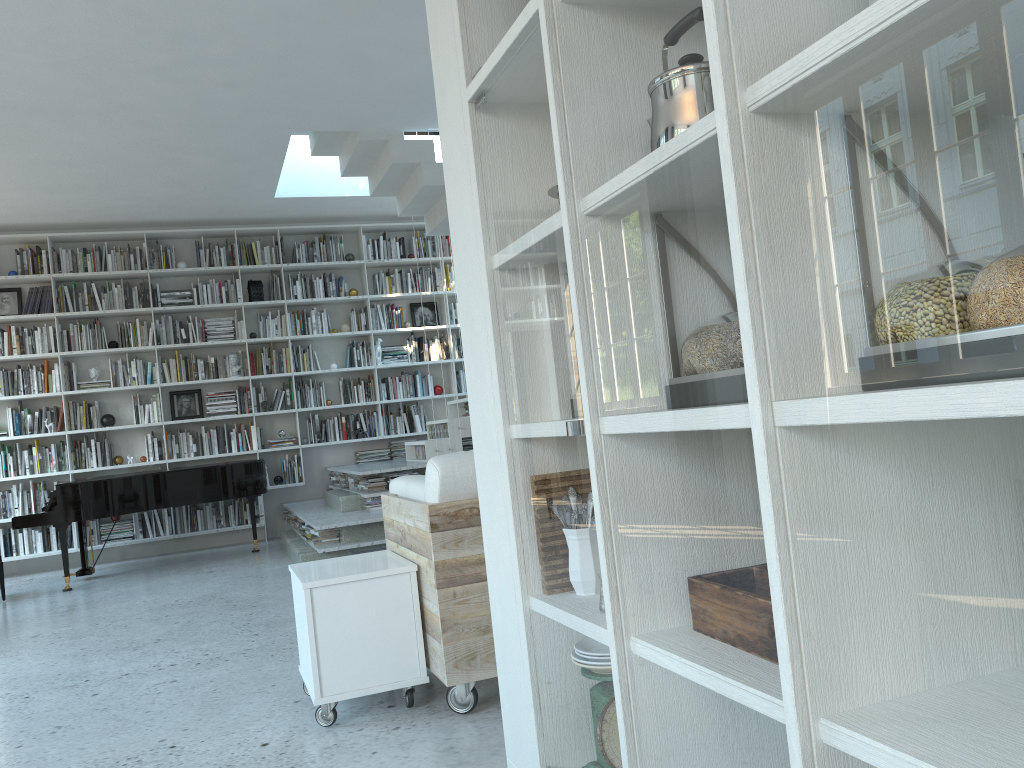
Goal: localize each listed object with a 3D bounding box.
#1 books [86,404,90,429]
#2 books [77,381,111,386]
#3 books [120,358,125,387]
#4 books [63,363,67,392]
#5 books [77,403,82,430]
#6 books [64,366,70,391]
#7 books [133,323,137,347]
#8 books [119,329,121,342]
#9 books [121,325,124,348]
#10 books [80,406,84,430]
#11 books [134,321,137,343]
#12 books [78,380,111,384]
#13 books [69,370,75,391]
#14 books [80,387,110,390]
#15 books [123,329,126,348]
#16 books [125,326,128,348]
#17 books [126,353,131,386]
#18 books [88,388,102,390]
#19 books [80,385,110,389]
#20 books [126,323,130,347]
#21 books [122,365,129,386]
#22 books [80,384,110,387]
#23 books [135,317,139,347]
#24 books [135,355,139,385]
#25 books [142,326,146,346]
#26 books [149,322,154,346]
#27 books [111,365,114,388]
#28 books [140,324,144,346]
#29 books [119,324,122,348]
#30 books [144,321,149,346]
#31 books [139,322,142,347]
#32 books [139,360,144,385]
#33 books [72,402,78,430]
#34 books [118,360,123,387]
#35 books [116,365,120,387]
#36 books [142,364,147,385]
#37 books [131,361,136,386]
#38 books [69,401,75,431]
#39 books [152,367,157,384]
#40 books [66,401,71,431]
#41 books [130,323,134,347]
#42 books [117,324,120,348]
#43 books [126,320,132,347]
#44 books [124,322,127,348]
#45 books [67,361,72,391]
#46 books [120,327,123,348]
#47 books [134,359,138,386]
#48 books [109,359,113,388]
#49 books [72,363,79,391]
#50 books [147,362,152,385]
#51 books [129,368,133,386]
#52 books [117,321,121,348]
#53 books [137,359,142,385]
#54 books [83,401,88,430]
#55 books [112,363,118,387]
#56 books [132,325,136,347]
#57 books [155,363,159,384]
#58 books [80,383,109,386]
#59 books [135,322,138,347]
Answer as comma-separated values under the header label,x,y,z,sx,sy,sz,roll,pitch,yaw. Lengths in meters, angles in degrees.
label,x,y,z,sx,sy,sz,roll,pitch,yaw
books,-4.041,0.316,8.462,0.014,0.244,0.153,-6,-2,-19
books,-3.999,-0.002,8.501,0.285,0.012,0.159,-6,-2,-17
books,-3.764,-0.101,8.573,0.012,0.286,0.167,-6,-2,-19
books,-4.239,-0.054,8.427,0.012,0.285,0.159,-6,-2,-19
books,-4.114,0.313,8.434,0.036,0.263,0.166,-6,-2,-19
books,-4.219,-0.042,8.426,0.024,0.257,0.134,-6,-2,-19
books,-3.670,-0.463,8.641,0.017,0.253,0.139,-6,-2,-19
books,-3.796,-0.444,8.609,0.005,0.239,0.146,-6,-2,-19
books,-3.764,-0.447,8.585,0.005,0.236,0.178,-6,-2,-19
books,-4.084,0.328,8.447,0.025,0.228,0.153,-6,-2,-19
books,-3.661,-0.471,8.644,0.004,0.265,0.142,-6,-2,-19
books,-3.999,-0.014,8.497,0.285,0.012,0.159,-5,-2,-23
books,-4.182,-0.022,8.445,0.034,0.209,0.136,-6,-2,-19
books,-3.995,0.047,8.504,0.254,0.012,0.161,-5,-2,-19
books,-3.753,-0.429,8.612,0.011,0.200,0.162,-6,-2,-19
books,-3.729,-0.440,8.595,0.006,0.216,0.181,-6,-2,-19
books,-3.713,-0.127,8.601,0.010,0.329,0.173,-6,-2,-19
books,-3.993,0.059,8.499,0.285,0.012,0.159,-5,-2,-21
books,-3.994,0.035,8.496,0.254,0.012,0.161,-5,-2,-23
books,-3.734,-0.469,8.619,0.005,0.275,0.157,-6,-2,-19
books,-3.738,-0.072,8.598,0.048,0.224,0.149,-6,-2,-19
books,-3.995,0.022,8.494,0.254,0.012,0.161,-5,-2,-24
books,-3.651,-0.491,8.645,0.006,0.303,0.165,-6,-2,-19
books,-3.639,-0.120,8.620,0.011,0.300,0.178,-6,-2,-19
books,-3.592,-0.451,8.670,0.024,0.216,0.142,-6,-2,-19
books,-3.521,-0.470,8.663,0.064,0.237,0.209,-6,-2,-19
books,-3.848,-0.065,8.559,0.010,0.232,0.154,-6,-2,-19
books,-3.609,-0.456,8.665,0.011,0.229,0.166,-6,-2,-19
books,-3.784,-0.447,8.588,0.005,0.240,0.174,-6,-2,-19
books,-3.570,-0.474,8.670,0.022,0.257,0.155,-6,-2,-19
books,-3.620,-0.469,8.658,0.010,0.257,0.140,-6,-2,-19
books,-3.606,-0.100,8.652,0.022,0.256,0.152,-6,-2,-19
books,-4.145,0.311,8.431,0.026,0.275,0.154,-6,-2,-19
books,-3.783,-0.089,8.578,0.022,0.267,0.151,-6,-2,-19
books,-3.808,-0.066,8.584,0.024,0.227,0.137,-6,-2,-19
books,-3.582,-0.083,8.660,0.026,0.219,0.150,-6,-2,-19
books,-3.666,-0.090,8.610,0.028,0.247,0.170,-6,-2,-19
books,-4.168,0.308,8.418,0.025,0.284,0.145,-6,-2,-19
books,-3.497,-0.073,8.683,0.027,0.181,0.142,-6,-2,-19
books,-4.200,0.311,8.417,0.012,0.285,0.159,-6,-2,-19
books,-3.686,-0.458,8.610,0.013,0.243,0.189,-6,-2,-19
books,-3.812,-0.450,8.599,0.005,0.254,0.161,-6,-2,-19
books,-3.721,-0.476,8.635,0.033,0.287,0.155,-6,-2,-19
books,-3.750,-0.462,8.624,0.009,0.266,0.149,-6,-2,-19
books,-4.211,-0.063,8.449,0.011,0.298,0.135,-6,-2,-19
books,-3.780,-0.434,8.606,0.013,0.216,0.149,-6,-2,-19
books,-3.645,-0.102,8.607,0.012,0.265,0.193,-6,-2,-19
books,-3.857,-0.091,8.544,0.012,0.285,0.159,-6,-2,-19
books,-4.158,-0.058,8.450,0.021,0.277,0.136,-6,-2,-19
books,-3.534,-0.093,8.652,0.060,0.227,0.179,-6,-2,-19
books,-3.694,-0.058,8.618,0.025,0.189,0.140,-6,-2,-19
books,-3.807,-0.461,8.610,0.012,0.276,0.129,-6,-2,-19
books,-3.621,-0.101,8.626,0.023,0.259,0.170,-6,-2,-19
books,-4.055,0.301,8.436,0.026,0.274,0.190,-6,-2,-19
books,-3.824,-0.076,8.549,0.030,0.247,0.174,-6,-2,-19
books,-3.686,-0.453,8.648,0.011,0.236,0.130,-6,-2,-19
books,-3.474,-0.093,8.695,0.026,0.217,0.126,-6,-2,-19
books,-3.997,0.010,8.499,0.254,0.012,0.161,-5,-2,-22
books,-3.653,-0.465,8.640,0.006,0.253,0.180,-6,-2,-19
